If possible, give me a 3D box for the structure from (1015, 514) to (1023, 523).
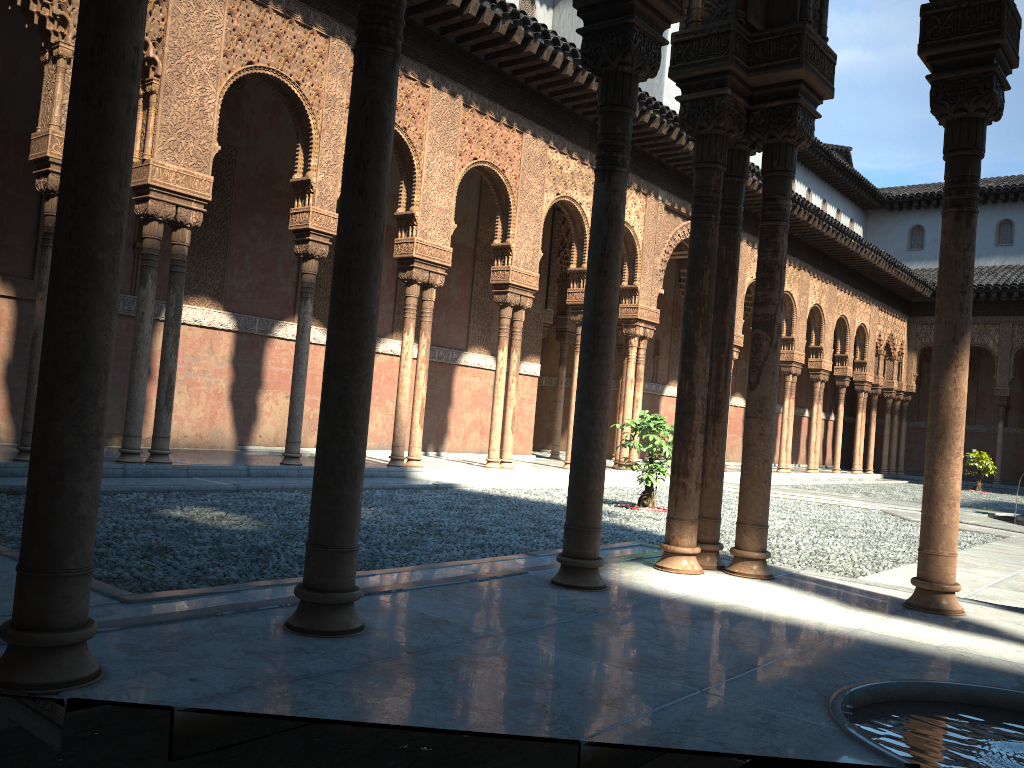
[{"bbox_3d":[10.409,1.516,13.553,4.508,1.991,4.508,3,-3,39],"label":"structure"}]
